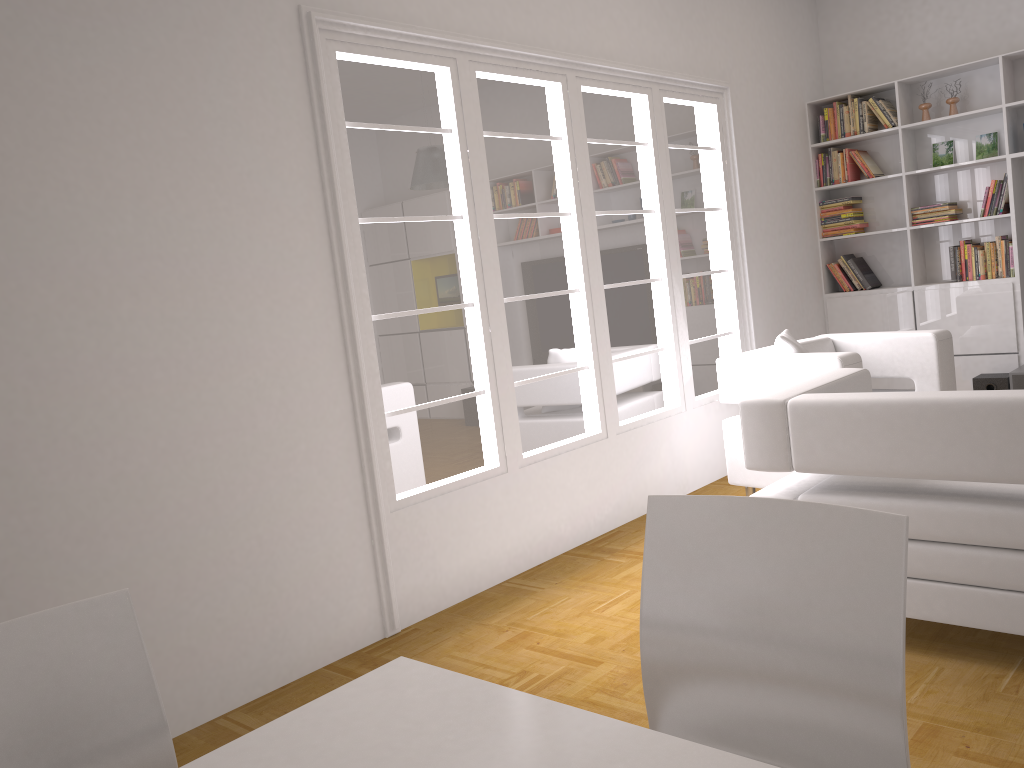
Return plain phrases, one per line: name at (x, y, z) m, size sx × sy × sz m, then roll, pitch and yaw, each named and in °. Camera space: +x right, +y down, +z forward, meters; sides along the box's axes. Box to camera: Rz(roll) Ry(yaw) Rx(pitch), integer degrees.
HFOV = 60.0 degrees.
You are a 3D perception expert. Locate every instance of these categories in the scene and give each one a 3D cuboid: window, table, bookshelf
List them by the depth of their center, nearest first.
table at (0.324, 0.914, 0.354) m, size 2.410 × 0.721 × 1.213 m, roll -2°, pitch 8°, yaw 43°
window at (0.407, -0.477, 4.780) m, size 0.195 × 2.523 × 3.358 m, roll -3°, pitch 7°, yaw 43°
bookshelf at (4.460, -0.989, 5.137) m, size 5.363 × 2.475 × 0.390 m, roll -2°, pitch 7°, yaw 43°
table at (4.070, 0.090, 5.169) m, size 1.972 × 0.434 × 0.438 m, roll -1°, pitch 8°, yaw 43°

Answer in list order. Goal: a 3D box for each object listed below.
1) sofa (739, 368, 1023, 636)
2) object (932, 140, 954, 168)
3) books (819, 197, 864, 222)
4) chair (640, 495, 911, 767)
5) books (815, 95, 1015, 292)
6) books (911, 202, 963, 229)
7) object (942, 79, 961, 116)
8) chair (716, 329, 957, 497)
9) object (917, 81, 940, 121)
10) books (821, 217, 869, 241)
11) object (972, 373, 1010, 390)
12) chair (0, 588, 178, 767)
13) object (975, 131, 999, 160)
sofa at (2.092, 0.381, 2.638) m, size 2.621 × 0.847 × 0.824 m, roll -2°, pitch 8°, yaw 43°
object at (3.098, -1.647, 6.376) m, size 0.144 × 0.190 × 0.052 m, roll -2°, pitch 7°, yaw 43°
books at (2.532, -1.344, 6.820) m, size 0.252 × 0.153 × 0.208 m, roll -2°, pitch 8°, yaw 43°
chair at (0.328, 0.703, 1.383) m, size 0.561 × 0.929 × 0.577 m, roll -2°, pitch 7°, yaw 43°
books at (3.832, -1.463, 5.576) m, size 3.860 × 1.453 × 0.236 m, roll -2°, pitch 7°, yaw 43°
books at (3.052, -1.210, 6.366) m, size 0.283 × 0.153 × 0.208 m, roll -2°, pitch 8°, yaw 43°
object at (3.069, -1.995, 6.241) m, size 0.119 × 0.259 × 0.179 m, roll -10°, pitch 6°, yaw -26°
chair at (1.822, 0.129, 4.914) m, size 1.098 × 0.910 × 0.801 m, roll -11°, pitch 7°, yaw -37°
object at (2.968, -2.000, 6.310) m, size 0.179 × 0.278 × 0.120 m, roll -12°, pitch 7°, yaw -41°
books at (2.562, -1.197, 6.822) m, size 0.283 × 0.153 × 0.208 m, roll -2°, pitch 8°, yaw 43°
object at (3.227, 0.138, 5.908) m, size 0.211 × 0.390 × 0.217 m, roll -2°, pitch 7°, yaw 43°
chair at (-0.571, 0.834, 1.190) m, size 0.575 × 0.929 × 0.562 m, roll -2°, pitch 7°, yaw 43°
object at (3.310, -1.652, 6.179) m, size 0.144 × 0.190 × 0.052 m, roll -2°, pitch 7°, yaw 43°
